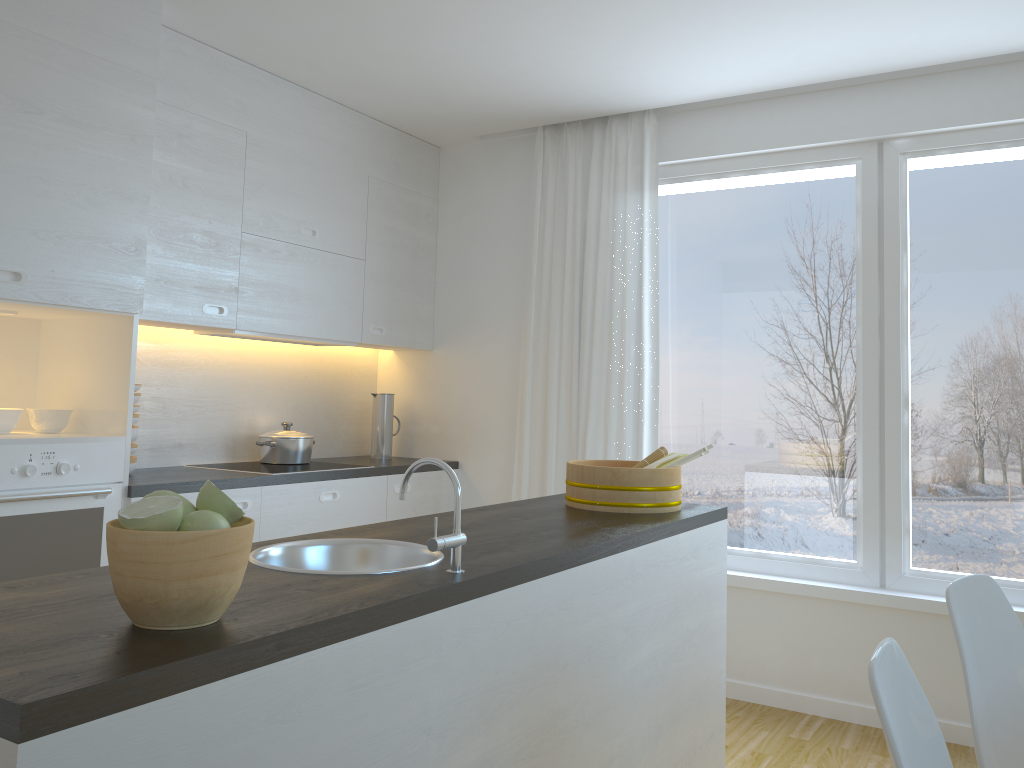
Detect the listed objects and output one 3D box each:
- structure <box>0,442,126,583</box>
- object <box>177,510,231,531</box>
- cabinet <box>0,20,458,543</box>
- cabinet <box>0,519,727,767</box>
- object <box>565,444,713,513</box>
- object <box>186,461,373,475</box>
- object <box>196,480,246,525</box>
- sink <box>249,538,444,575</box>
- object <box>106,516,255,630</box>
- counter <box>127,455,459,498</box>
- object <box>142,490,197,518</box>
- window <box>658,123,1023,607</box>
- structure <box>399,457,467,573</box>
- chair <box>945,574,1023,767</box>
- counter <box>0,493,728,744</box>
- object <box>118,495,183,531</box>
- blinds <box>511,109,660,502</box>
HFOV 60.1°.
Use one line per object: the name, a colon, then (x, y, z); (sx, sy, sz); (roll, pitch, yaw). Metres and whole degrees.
structure: (-1.491, 0.492, 2.811); (0.049, 0.599, 0.558); (-1, -4, 31)
object: (-0.450, 0.226, 1.292); (0.081, 0.086, 0.097); (2, -3, -4)
cabinet: (-1.309, 0.062, 3.560); (0.481, 2.311, 3.190); (-1, -3, 31)
cabinet: (-0.166, 0.865, 2.064); (0.600, 0.914, 2.392); (-1, -2, 31)
object: (0.388, 0.295, 2.925); (0.429, 0.215, 0.378); (3, -2, -31)
object: (-1.061, 0.384, 4.083); (0.562, 0.013, 0.652); (1, -1, 31)
object: (-0.447, 0.183, 1.360); (0.074, 0.072, 0.077); (4, -3, -34)
sink: (-0.346, 0.433, 1.848); (0.404, 0.157, 0.403); (2, -2, -17)
object: (-0.487, 0.273, 1.297); (0.205, 0.142, 0.205); (2, -2, -7)
counter: (-1.061, 0.401, 4.077); (0.600, 0.040, 1.994); (1, -1, 31)
object: (-0.519, 0.210, 1.335); (0.102, 0.099, 0.086); (4, -4, -38)
window: (1.599, -0.102, 3.815); (2.726, 1.927, 0.088); (0, -5, 31)
structure: (-0.176, 0.254, 1.732); (0.162, 0.216, 0.096); (0, -5, 31)
chair: (1.235, 0.907, 1.872); (0.429, 0.906, 0.522); (5, -5, -39)
counter: (-0.153, 0.390, 2.103); (0.600, 0.040, 2.392); (1, -1, 31)
object: (-0.510, 0.194, 1.248); (0.085, 0.066, 0.083); (-1, -3, 43)
blinds: (0.349, -0.311, 4.361); (0.794, 2.170, 0.149); (-1, -5, 31)
